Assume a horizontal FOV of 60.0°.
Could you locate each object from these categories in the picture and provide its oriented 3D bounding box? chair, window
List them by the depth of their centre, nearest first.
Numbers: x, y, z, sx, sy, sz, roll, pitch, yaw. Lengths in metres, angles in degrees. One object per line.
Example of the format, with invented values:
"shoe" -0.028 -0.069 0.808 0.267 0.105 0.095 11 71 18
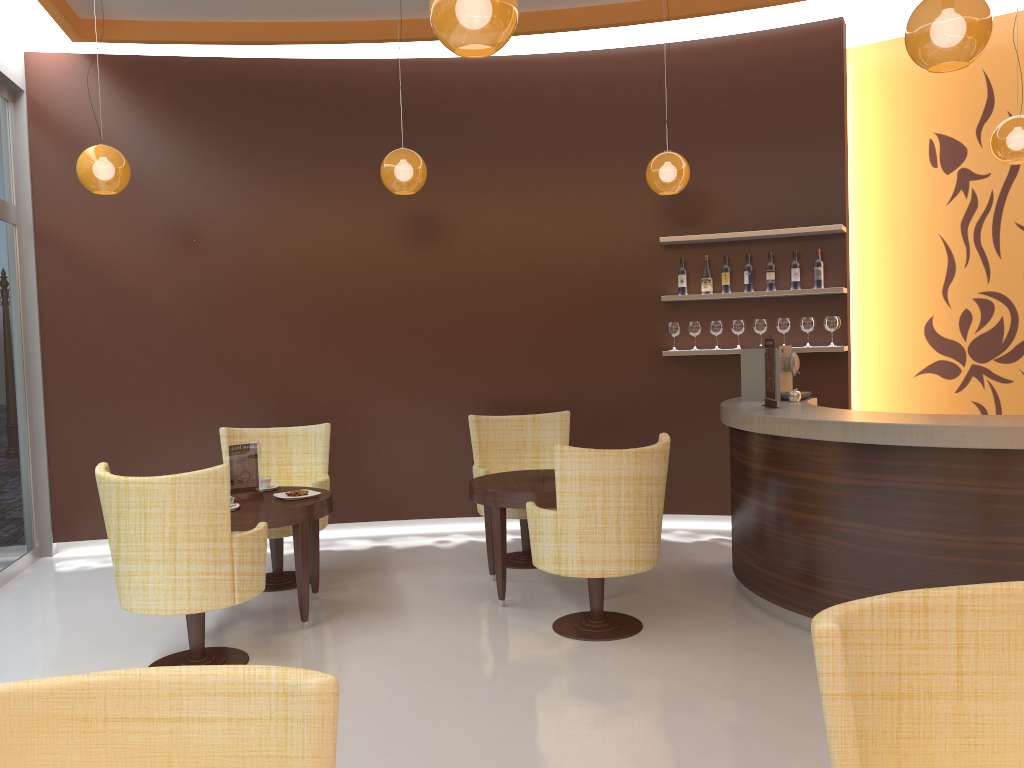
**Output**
"chair" -0.597 0.983 1.245 0.729 1.017 0.685 -2 3 -9
"chair" 0.929 0.917 1.559 0.729 1.017 0.685 -3 3 -15
"window" -2.828 -0.255 2.647 0.040 3.380 8.200 -2 3 -12
"chair" -1.560 0.867 4.253 0.729 1.017 0.685 -1 3 20
"chair" 0.459 0.781 4.644 0.729 1.017 0.685 -4 3 -34
"chair" -1.553 0.789 5.851 0.729 1.017 0.685 -2 3 -9
"chair" 0.081 0.717 6.197 0.729 1.017 0.685 -2 3 -5

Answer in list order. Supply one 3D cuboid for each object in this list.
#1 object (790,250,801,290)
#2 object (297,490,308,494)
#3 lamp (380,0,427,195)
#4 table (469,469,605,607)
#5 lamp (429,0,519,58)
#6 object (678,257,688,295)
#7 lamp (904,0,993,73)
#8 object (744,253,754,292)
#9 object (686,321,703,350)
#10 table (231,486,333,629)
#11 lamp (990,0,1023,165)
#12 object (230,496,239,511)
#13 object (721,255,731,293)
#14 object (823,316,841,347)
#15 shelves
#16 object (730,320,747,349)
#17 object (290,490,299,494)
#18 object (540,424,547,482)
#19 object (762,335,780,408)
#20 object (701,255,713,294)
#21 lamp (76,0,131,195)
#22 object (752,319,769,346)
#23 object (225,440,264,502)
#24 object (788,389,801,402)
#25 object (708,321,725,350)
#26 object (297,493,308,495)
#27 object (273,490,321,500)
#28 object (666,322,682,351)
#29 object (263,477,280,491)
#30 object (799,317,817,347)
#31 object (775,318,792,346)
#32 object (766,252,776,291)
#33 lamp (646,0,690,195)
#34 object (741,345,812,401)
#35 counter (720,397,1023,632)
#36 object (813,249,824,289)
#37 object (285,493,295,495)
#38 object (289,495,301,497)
"object" 2.098 -0.840 6.569 0.073 0.297 0.073 -3 3 -14
"object" -1.209 0.625 5.120 0.055 0.018 0.052 -1 3 13
"lamp" -0.716 -1.977 5.671 0.299 1.500 0.299 -4 3 -34
"table" 0.186 0.922 5.416 0.874 0.679 0.872 0 3 35
"lamp" -0.148 -1.861 2.931 0.299 1.500 0.299 -2 3 -1
"object" 1.316 -0.827 6.839 0.073 0.297 0.073 -2 3 -2
"lamp" 1.614 -1.938 3.294 0.299 1.500 0.299 -4 3 -34
"object" 1.788 -0.836 6.698 0.073 0.297 0.073 -2 3 -2
"object" 1.412 -0.370 6.848 0.125 0.221 0.125 -1 3 13
"table" -1.461 0.994 5.068 0.874 0.679 0.872 0 3 35
"lamp" 3.030 -2.084 5.319 0.299 1.500 0.299 -2 3 6
"object" -1.536 0.638 4.731 0.153 0.069 0.153 -2 3 -11
"object" 1.632 -0.833 6.756 0.073 0.297 0.073 -4 4 -42
"object" 2.338 -0.383 6.482 0.125 0.221 0.125 -1 3 13
"shelves" 3.164 -0.679 5.679 4.744 0.902 0.586 0 3 36
"object" 1.721 -0.376 6.744 0.125 0.221 0.125 -1 3 13
"object" -1.255 0.625 5.121 0.054 0.018 0.051 -3 3 -13
"object" 0.185 0.415 5.397 0.042 0.335 0.209 -2 3 2
"object" 1.486 -0.076 5.106 0.052 0.414 0.258 -2 3 2
"object" 1.496 -0.836 6.804 0.086 0.303 0.086 -4 3 -33
"lamp" -2.478 -1.900 5.309 0.299 1.500 0.299 -5 4 -44
"object" 1.875 -0.378 6.689 0.125 0.221 0.125 -1 3 13
"object" -1.520 0.490 5.034 0.209 0.335 0.042 -4 3 -37
"object" 1.723 0.071 5.406 0.075 0.077 0.075 -5 4 -43
"object" 1.568 -0.373 6.799 0.125 0.221 0.125 -1 3 13
"object" -1.193 0.629 5.056 0.055 0.014 0.053 -3 3 -28
"object" -1.229 0.636 5.075 0.234 0.020 0.234 -4 4 -40
"object" 1.259 -0.367 6.891 0.125 0.221 0.125 -1 3 13
"object" -1.496 0.606 5.367 0.153 0.069 0.153 -1 3 11
"object" 2.188 -0.382 6.561 0.125 0.221 0.125 -1 3 13
"object" 2.031 -0.380 6.625 0.125 0.221 0.125 -1 3 13
"object" 1.937 -0.838 6.637 0.073 0.297 0.073 -2 3 -2
"lamp" 1.045 -2.053 6.033 0.299 1.500 0.299 -4 3 -33
"object" 1.688 -0.072 5.654 0.373 0.340 0.270 0 3 33
"counter" 2.347 0.681 4.565 2.917 1.100 1.586 0 3 33
"object" 2.248 -0.841 6.500 0.073 0.297 0.073 -2 3 -2
"object" -1.261 0.624 5.041 0.055 0.016 0.052 -3 3 -12
"object" -1.229 0.632 5.026 0.051 0.018 0.054 0 3 36
